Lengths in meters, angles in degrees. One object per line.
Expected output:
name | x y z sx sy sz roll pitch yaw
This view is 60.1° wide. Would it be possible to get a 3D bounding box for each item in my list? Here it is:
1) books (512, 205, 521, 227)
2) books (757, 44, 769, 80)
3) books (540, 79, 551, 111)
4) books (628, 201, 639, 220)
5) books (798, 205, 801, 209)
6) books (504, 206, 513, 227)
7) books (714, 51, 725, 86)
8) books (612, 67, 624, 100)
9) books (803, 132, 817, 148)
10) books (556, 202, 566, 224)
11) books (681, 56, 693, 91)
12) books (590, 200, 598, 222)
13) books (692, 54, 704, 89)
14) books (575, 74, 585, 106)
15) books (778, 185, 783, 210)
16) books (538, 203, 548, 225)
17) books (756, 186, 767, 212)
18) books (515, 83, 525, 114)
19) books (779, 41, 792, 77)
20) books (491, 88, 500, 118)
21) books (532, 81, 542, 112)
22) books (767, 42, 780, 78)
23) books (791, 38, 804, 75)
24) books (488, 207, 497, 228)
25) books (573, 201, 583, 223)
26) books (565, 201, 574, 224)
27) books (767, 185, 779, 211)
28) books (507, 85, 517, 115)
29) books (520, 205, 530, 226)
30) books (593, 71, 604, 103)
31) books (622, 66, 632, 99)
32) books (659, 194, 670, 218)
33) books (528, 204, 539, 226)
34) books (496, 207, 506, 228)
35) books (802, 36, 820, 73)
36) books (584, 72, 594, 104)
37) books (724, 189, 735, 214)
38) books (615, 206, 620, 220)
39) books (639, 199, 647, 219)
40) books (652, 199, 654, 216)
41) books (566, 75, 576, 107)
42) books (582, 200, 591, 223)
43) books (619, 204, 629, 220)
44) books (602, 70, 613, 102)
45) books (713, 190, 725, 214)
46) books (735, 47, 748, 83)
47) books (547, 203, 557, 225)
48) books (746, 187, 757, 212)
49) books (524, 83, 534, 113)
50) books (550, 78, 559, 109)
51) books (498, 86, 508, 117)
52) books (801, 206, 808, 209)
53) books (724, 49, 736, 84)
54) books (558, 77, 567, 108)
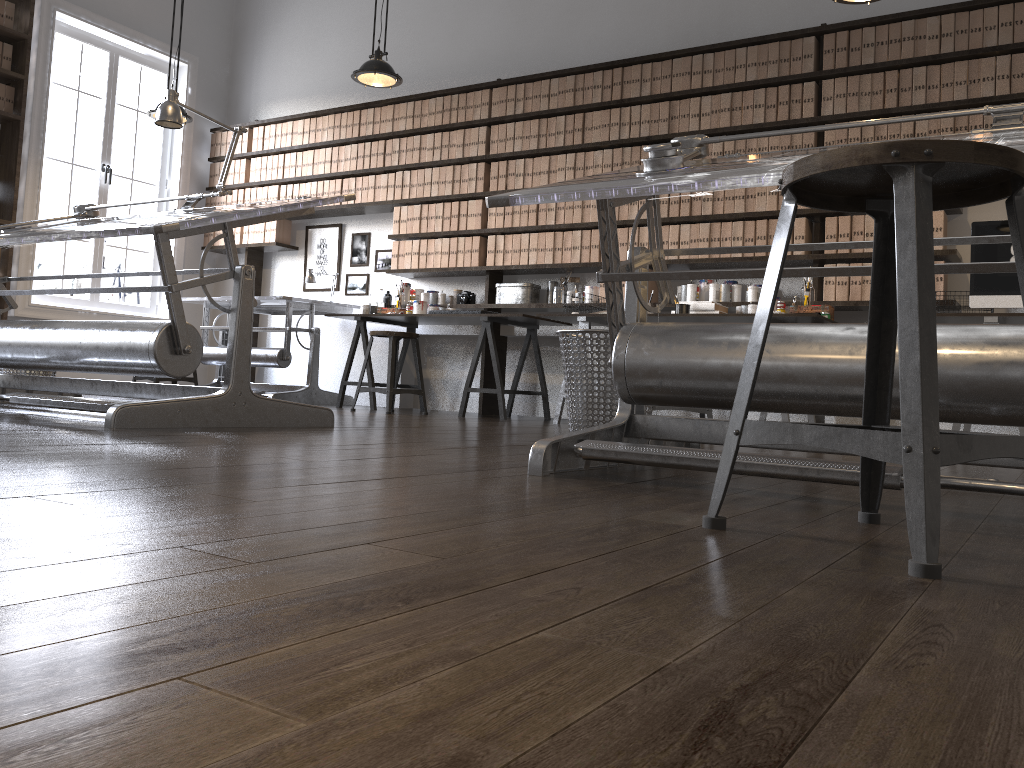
books | 0.077 -1.213 6.375 0.067 0.226 0.174 1 -3 32
books | 1.583 -1.972 5.508 0.067 0.226 0.174 1 -3 32
books | 0.279 -2.034 6.322 0.067 0.226 0.174 1 -3 32
books | 0.845 -1.176 5.892 0.067 0.226 0.174 1 -3 32
books | 1.736 -1.133 5.338 0.067 0.226 0.174 1 -3 32
books | 0.021 -1.215 6.405 0.067 0.226 0.174 1 -3 32
books | 1.351 -1.983 5.657 0.067 0.226 0.174 1 -3 32
books | 0.751 -2.012 6.026 0.067 0.226 0.174 1 -3 32
books | 1.803 -1.407 5.320 0.067 0.226 0.174 1 -3 32
books | 0.380 -1.198 6.187 0.067 0.226 0.174 1 -3 32
books | 1.166 -1.992 5.764 0.067 0.226 0.174 1 -3 32
books | 0.606 -1.187 6.042 0.067 0.226 0.174 1 -3 32
books | 1.227 -1.989 5.726 0.067 0.226 0.174 1 -3 32
books | 0.510 -2.023 6.183 0.067 0.226 0.174 1 -3 32
books | 1.676 -1.136 5.373 0.067 0.226 0.174 1 -3 32
books | 0.260 -1.204 6.263 0.067 0.226 0.174 1 -3 32
books | 1.559 -1.141 5.444 0.067 0.226 0.174 1 -3 32
books | 0.103 -2.043 6.435 0.067 0.226 0.174 1 -3 32
books | 1.698 -1.966 5.438 0.067 0.226 0.174 1 -3 32
books | -0.073 -2.051 6.546 0.067 0.226 0.174 1 -3 32
books | 0.222 -2.037 6.363 0.067 0.226 0.174 1 -3 32
books | 1.637 -1.969 5.469 0.067 0.226 0.174 1 -3 32
books | 1.758 -1.963 5.401 0.067 0.226 0.174 1 -3 32
books | -0.100 -1.221 6.484 0.067 0.226 0.174 1 -3 32
books | 0.494 -1.192 6.108 0.067 0.226 0.174 1 -3 32
books | 0.440 -1.195 6.149 0.067 0.226 0.174 1 -3 32
books | 1.614 -1.139 5.407 0.067 0.226 0.174 1 -3 32
books | 0.039 -2.046 6.471 0.067 0.226 0.174 1 -3 32
books | 0.134 -1.210 6.342 0.067 0.226 0.174 1 -3 32
books | 0.628 -2.017 6.104 0.067 0.226 0.174 1 -3 32
books | 0.817 -2.008 5.991 0.067 0.226 0.174 1 -3 32
books | 1.022 -1.167 5.782 0.067 0.226 0.174 1 -3 32
books | 0.194 -1.207 6.298 0.067 0.226 0.174 1 -3 32
books | -0.040 -1.218 6.443 0.067 0.226 0.174 1 -3 32
books | 1.816 -1.960 5.359 0.067 0.226 0.174 1 -3 32
books | 0.570 -2.020 6.145 0.067 0.226 0.174 1 -3 32
books | 1.394 -1.149 5.551 0.067 0.226 0.174 1 -3 32
books | 0.728 -1.181 5.968 0.067 0.226 0.174 1 -3 32
books | 0.905 -1.173 5.851 0.067 0.226 0.174 1 -3 32
books | 0.966 -1.170 5.812 0.067 0.226 0.174 1 -3 32
books | 0.450 -2.026 6.214 0.067 0.226 0.174 1 -3 32
books | 0.553 -1.190 6.077 0.067 0.226 0.174 1 -3 32
books | 0.788 -1.178 5.932 0.067 0.226 0.174 1 -3 32
books | 0.691 -2.014 6.070 0.067 0.226 0.174 1 -3 32
books | 1.333 -1.152 5.589 0.067 0.226 0.174 1 -3 32
books | 1.467 -1.977 5.577 0.067 0.226 0.174 1 -3 32
books | 0.318 -1.201 6.221 0.067 0.226 0.174 1 -3 32
books | 1.507 -1.144 5.479 0.067 0.226 0.174 1 -3 32
books | 0.164 -2.040 6.401 0.067 0.226 0.174 1 -3 32
books | 0.342 -2.031 6.285 0.067 0.226 0.174 1 -3 32
books | -0.022 -2.049 6.509 0.067 0.226 0.174 1 -3 32
books | 1.788 -1.130 5.298 0.067 0.226 0.174 1 -3 32
books | 1.409 -1.980 5.618 0.067 0.226 0.174 1 -3 32
books | 0.396 -2.029 6.253 0.067 0.226 0.174 1 -3 32
